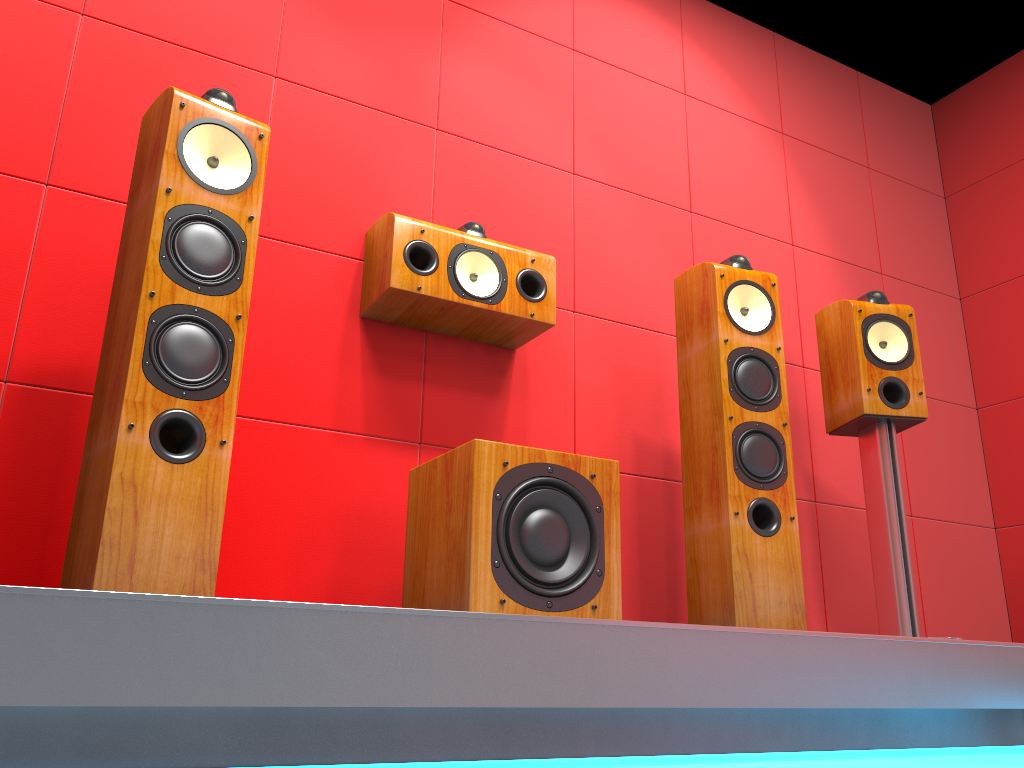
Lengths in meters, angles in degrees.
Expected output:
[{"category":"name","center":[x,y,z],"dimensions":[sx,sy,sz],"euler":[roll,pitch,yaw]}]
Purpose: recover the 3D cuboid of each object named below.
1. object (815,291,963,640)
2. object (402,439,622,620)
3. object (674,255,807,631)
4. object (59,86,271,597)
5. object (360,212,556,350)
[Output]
[{"category":"object","center":[1.102,0.236,2.655],"dimensions":[0.231,1.058,0.265],"euler":[4,-18,-8]},{"category":"object","center":[-0.003,0.356,1.975],"dimensions":[0.360,0.360,0.360],"euler":[11,-21,-27]},{"category":"object","center":[0.610,0.153,2.425],"dimensions":[0.203,1.052,0.238],"euler":[7,-19,-17]},{"category":"object","center":[-0.663,-0.098,1.743],"dimensions":[0.203,1.052,0.238],"euler":[15,-23,-36]},{"category":"object","center":[-0.144,-0.303,2.493],"dimensions":[0.493,0.271,0.235],"euler":[11,-21,-27]}]
